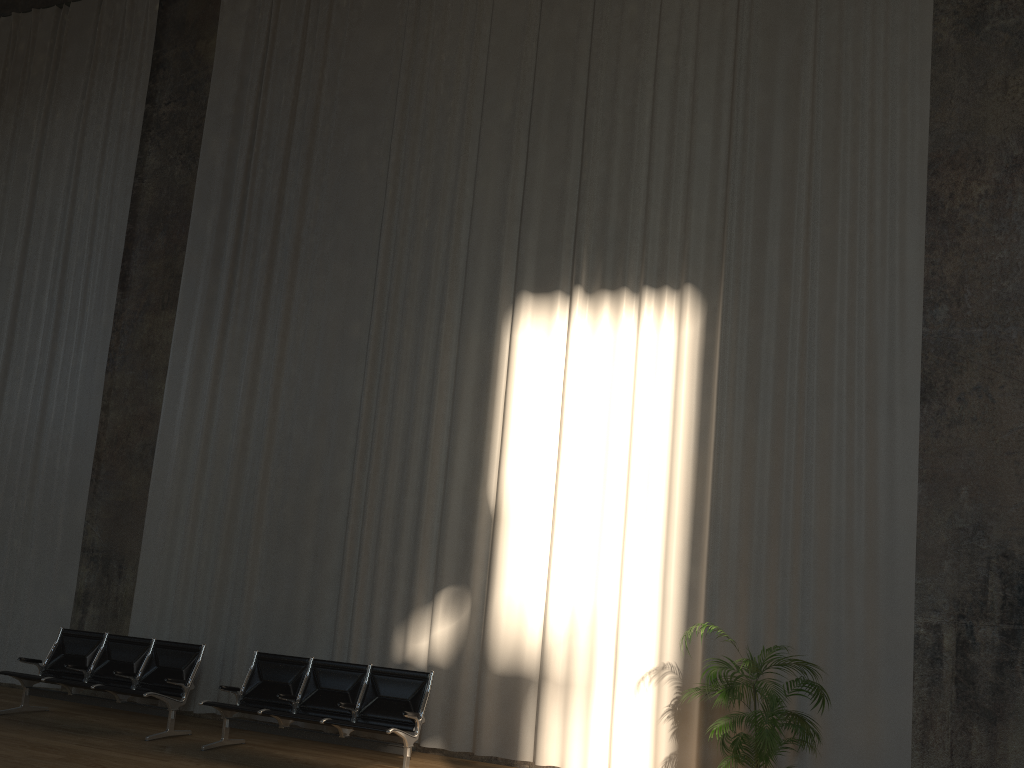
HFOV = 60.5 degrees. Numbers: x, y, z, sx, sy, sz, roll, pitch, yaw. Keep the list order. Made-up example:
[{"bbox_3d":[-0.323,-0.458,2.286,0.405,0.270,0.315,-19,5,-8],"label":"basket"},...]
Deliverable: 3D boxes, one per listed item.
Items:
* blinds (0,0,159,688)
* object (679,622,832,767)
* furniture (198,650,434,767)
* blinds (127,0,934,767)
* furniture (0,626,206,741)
[{"bbox_3d":[-8.309,-0.744,11.695,7.814,8.486,0.280,1,-8,22],"label":"blinds"},{"bbox_3d":[1.776,2.528,6.510,1.127,1.428,1.117,3,-10,12],"label":"object"},{"bbox_3d":[-1.668,2.757,7.405,1.866,0.827,0.725,0,-11,21],"label":"furniture"},{"bbox_3d":[-0.241,-0.819,8.599,7.814,8.486,0.280,1,-8,22],"label":"blinds"},{"bbox_3d":[-3.897,2.778,8.261,1.866,0.827,0.725,0,-11,21],"label":"furniture"}]
